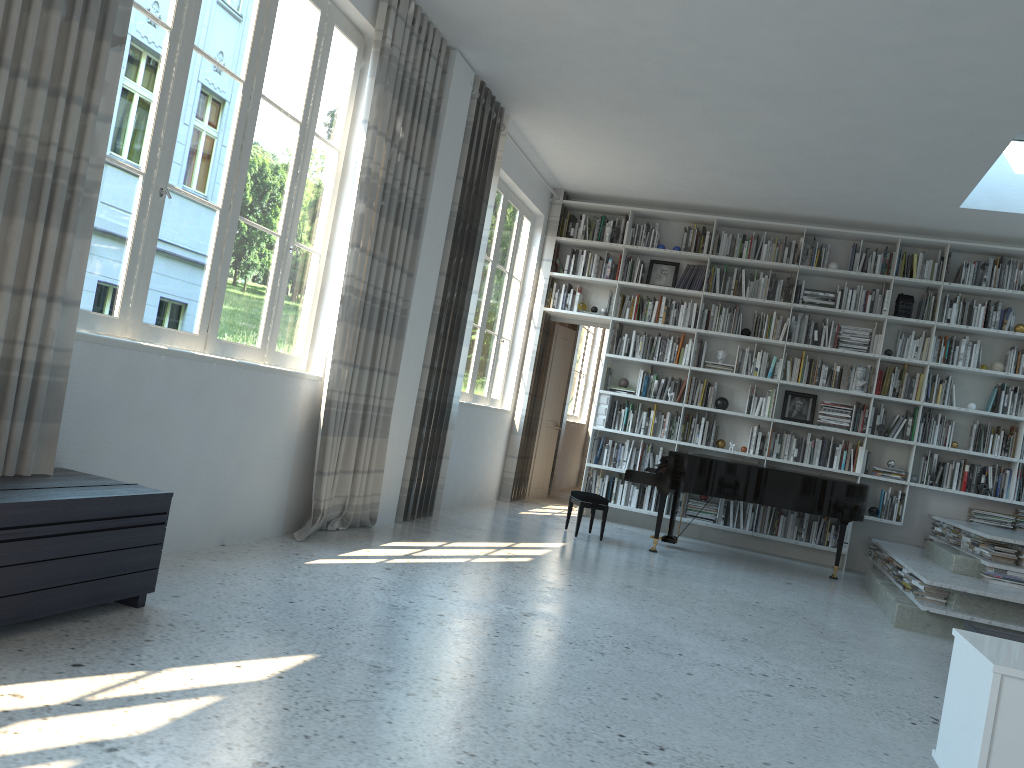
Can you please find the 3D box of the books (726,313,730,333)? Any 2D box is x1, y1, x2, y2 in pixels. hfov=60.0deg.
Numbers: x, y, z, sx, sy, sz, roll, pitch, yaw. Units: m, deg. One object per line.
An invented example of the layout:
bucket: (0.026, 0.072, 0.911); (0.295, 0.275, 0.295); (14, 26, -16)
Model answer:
books: (2.120, -0.578, 8.703); (0.011, 0.209, 0.181); (10, -1, 16)

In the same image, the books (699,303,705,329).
books: (1.885, -0.655, 8.800); (0.012, 0.285, 0.159); (10, -1, 16)

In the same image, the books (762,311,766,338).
books: (2.450, -0.562, 8.635); (0.033, 0.287, 0.155); (10, -1, 16)

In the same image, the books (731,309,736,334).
books: (2.173, -0.595, 8.701); (0.010, 0.261, 0.158); (10, -1, 16)

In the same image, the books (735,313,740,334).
books: (2.214, -0.575, 8.710); (0.009, 0.236, 0.135); (10, -1, 16)

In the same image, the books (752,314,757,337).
books: (2.368, -0.551, 8.660); (0.005, 0.239, 0.146); (10, -1, 16)

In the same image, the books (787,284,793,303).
books: (2.694, -0.853, 8.592); (0.028, 0.211, 0.134); (10, -1, 16)

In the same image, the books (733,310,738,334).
books: (2.197, -0.602, 8.701); (0.004, 0.284, 0.167); (10, -1, 16)

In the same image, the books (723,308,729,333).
books: (2.105, -0.607, 8.710); (0.009, 0.261, 0.180); (10, -1, 16)

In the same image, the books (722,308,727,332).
books: (2.090, -0.609, 8.732); (0.010, 0.261, 0.169); (10, -1, 16)

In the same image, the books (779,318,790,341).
books: (2.621, -0.508, 8.544); (0.064, 0.237, 0.209); (10, -1, 16)

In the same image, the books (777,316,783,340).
books: (2.588, -0.523, 8.577); (0.022, 0.257, 0.155); (10, -1, 16)

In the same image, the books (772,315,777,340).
books: (2.541, -0.531, 8.596); (0.010, 0.257, 0.140); (10, -1, 16)

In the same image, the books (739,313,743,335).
books: (2.242, -0.568, 8.685); (0.031, 0.232, 0.148); (10, -1, 16)

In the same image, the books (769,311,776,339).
books: (2.526, -0.548, 8.594); (0.022, 0.284, 0.190); (10, -1, 16)

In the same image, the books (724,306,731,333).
books: (2.117, -0.613, 8.714); (0.011, 0.279, 0.169); (10, -1, 16)

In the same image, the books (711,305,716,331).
books: (1.990, -0.633, 8.750); (0.012, 0.276, 0.157); (10, -1, 16)

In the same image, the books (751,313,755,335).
books: (2.352, -0.562, 8.660); (0.005, 0.254, 0.161); (10, -1, 16)

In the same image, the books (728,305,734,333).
books: (2.149, -0.614, 8.703); (0.011, 0.291, 0.176); (10, -1, 16)

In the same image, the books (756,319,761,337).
books: (2.400, -0.527, 8.638); (0.011, 0.200, 0.162); (10, -1, 16)

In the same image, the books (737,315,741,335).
books: (2.227, -0.559, 8.697); (0.004, 0.209, 0.132); (10, -1, 16)

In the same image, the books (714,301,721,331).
books: (2.031, -0.647, 8.755); (0.011, 0.317, 0.154); (10, -1, 16)

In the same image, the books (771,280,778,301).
books: (2.549, -0.882, 8.610); (0.030, 0.217, 0.182); (10, -1, 16)

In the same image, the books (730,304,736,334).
books: (2.173, -0.625, 8.710); (0.004, 0.321, 0.153); (10, -1, 16)

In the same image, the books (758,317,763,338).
books: (2.412, -0.534, 8.610); (0.006, 0.216, 0.181); (10, -1, 16)

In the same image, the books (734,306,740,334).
books: (2.200, -0.604, 8.681); (0.011, 0.287, 0.189); (10, -1, 16)

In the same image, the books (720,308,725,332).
books: (2.072, -0.608, 8.712); (0.012, 0.251, 0.184); (10, -1, 16)

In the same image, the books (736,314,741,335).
books: (2.220, -0.565, 8.701); (0.012, 0.218, 0.151); (10, -1, 16)

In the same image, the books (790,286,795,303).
books: (2.716, -0.840, 8.592); (0.019, 0.194, 0.098); (10, -1, 16)

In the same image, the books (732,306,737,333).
books: (2.188, -0.620, 8.712); (0.005, 0.316, 0.157); (10, -1, 16)

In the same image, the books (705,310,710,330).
books: (1.940, -0.612, 8.788); (0.024, 0.219, 0.140); (10, -1, 16)

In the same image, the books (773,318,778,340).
books: (2.549, -0.515, 8.597); (0.011, 0.229, 0.166); (10, -1, 16)

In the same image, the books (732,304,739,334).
books: (2.193, -0.626, 8.707); (0.005, 0.331, 0.161); (10, -1, 16)

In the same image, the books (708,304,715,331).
books: (1.974, -0.638, 8.759); (0.026, 0.279, 0.151); (10, -1, 16)

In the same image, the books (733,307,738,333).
books: (2.196, -0.613, 8.705); (0.005, 0.305, 0.162); (10, -1, 16)

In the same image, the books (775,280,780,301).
books: (2.575, -0.880, 8.607); (0.022, 0.222, 0.161); (10, -1, 16)

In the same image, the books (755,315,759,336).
books: (2.380, -0.549, 8.622); (0.005, 0.236, 0.178); (10, -1, 16)

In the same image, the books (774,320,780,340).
books: (2.565, -0.506, 8.592); (0.024, 0.216, 0.142); (10, -1, 16)

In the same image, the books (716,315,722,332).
books: (2.046, -0.578, 8.741); (0.029, 0.186, 0.149); (10, -1, 16)

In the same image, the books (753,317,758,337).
books: (2.377, -0.538, 8.649); (0.013, 0.216, 0.149); (10, -1, 16)

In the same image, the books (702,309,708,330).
books: (1.915, -0.619, 8.797); (0.029, 0.225, 0.136); (10, -1, 16)

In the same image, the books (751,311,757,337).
books: (2.364, -0.571, 8.665); (0.012, 0.276, 0.129); (10, -1, 16)

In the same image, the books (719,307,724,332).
books: (2.063, -0.615, 8.713); (0.009, 0.263, 0.189); (10, -1, 16)

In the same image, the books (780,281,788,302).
books: (2.636, -0.890, 8.586); (0.055, 0.264, 0.167); (10, -1, 16)

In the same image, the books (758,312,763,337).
books: (2.418, -0.557, 8.644); (0.009, 0.266, 0.149); (10, -1, 16)

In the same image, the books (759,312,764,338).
books: (2.428, -0.560, 8.630); (0.005, 0.275, 0.157); (10, -1, 16)

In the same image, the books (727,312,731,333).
books: (2.138, -0.583, 8.724); (0.011, 0.226, 0.129); (10, -1, 16)

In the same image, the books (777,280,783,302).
books: (2.602, -0.882, 8.615); (0.024, 0.237, 0.153); (10, -1, 16)

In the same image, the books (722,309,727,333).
books: (2.099, -0.604, 8.728); (0.011, 0.255, 0.152); (10, -1, 16)

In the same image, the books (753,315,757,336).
books: (2.366, -0.553, 8.635); (0.005, 0.240, 0.174); (10, -1, 16)

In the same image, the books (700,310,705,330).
books: (1.886, -0.616, 8.779); (0.015, 0.207, 0.186); (10, -1, 16)

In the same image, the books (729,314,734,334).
books: (2.160, -0.574, 8.723); (0.012, 0.217, 0.133); (10, -1, 16)

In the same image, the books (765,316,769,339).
books: (2.479, -0.531, 8.627); (0.011, 0.236, 0.130); (10, -1, 16)

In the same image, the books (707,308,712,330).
books: (1.955, -0.621, 8.771); (0.012, 0.240, 0.134); (10, -1, 16)

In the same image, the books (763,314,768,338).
books: (2.458, -0.540, 8.596); (0.013, 0.243, 0.189); (10, -1, 16)

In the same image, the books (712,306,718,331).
books: (2.006, -0.624, 8.746); (0.024, 0.262, 0.177); (10, -1, 16)

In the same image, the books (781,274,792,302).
books: (2.654, -0.907, 8.582); (0.058, 0.302, 0.175); (10, -1, 16)

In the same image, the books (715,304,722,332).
books: (2.031, -0.630, 8.731); (0.010, 0.283, 0.184); (10, -1, 16)
